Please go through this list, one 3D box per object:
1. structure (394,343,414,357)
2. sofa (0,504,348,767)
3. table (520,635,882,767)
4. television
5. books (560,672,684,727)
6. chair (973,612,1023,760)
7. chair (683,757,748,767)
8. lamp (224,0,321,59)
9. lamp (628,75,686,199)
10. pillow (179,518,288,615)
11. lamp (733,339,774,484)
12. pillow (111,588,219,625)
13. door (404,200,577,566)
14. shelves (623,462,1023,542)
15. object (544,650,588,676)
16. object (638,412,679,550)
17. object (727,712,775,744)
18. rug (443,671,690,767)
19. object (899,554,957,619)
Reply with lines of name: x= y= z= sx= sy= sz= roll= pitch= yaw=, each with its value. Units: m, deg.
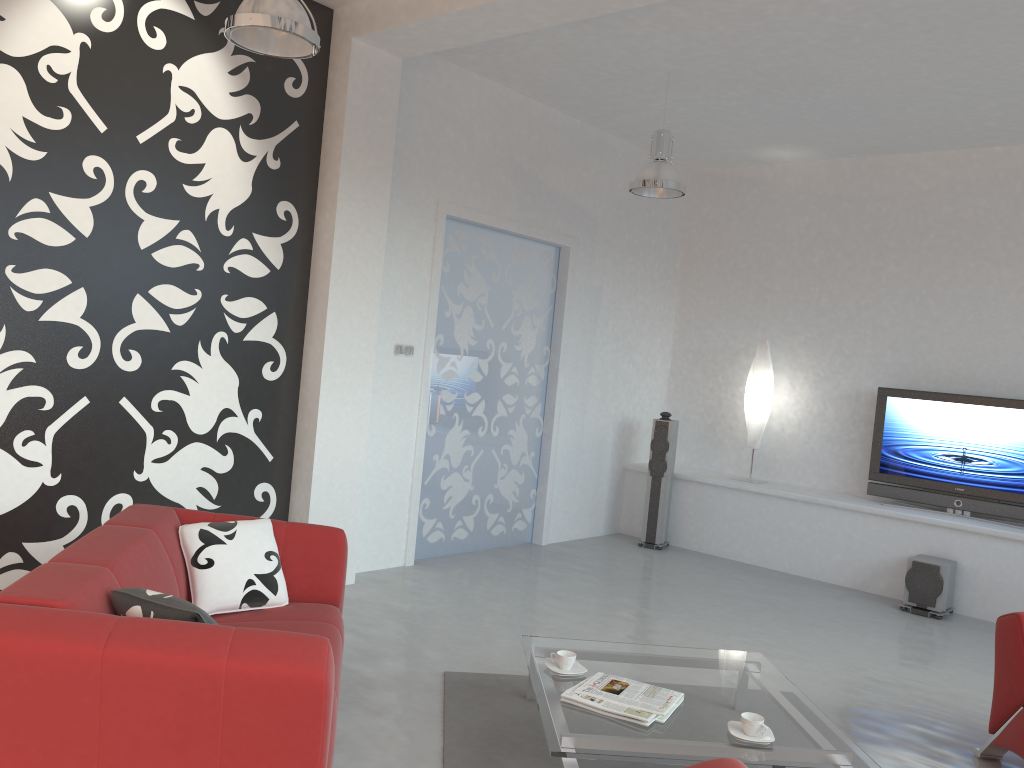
structure: x=-0.727 y=-0.230 z=6.008 sx=0.016 sy=0.080 sz=0.170 roll=7 pitch=2 yaw=41
sofa: x=-1.085 y=0.949 z=3.167 sx=0.951 sy=0.738 sz=1.929 roll=5 pitch=2 yaw=-9
table: x=0.611 y=1.325 z=3.403 sx=1.097 sy=0.286 sz=1.162 roll=5 pitch=2 yaw=-4
television: x=3.429 y=0.542 z=6.718 sx=1.356 sy=0.919 sz=0.343 roll=7 pitch=2 yaw=41
books: x=0.421 y=1.150 z=3.255 sx=0.367 sy=0.035 sz=0.345 roll=6 pitch=2 yaw=31
chair: x=2.443 y=1.287 z=3.167 sx=0.951 sy=0.738 sz=1.288 roll=5 pitch=2 yaw=1
chair: x=0.879 y=1.181 z=1.537 sx=1.288 sy=0.738 sz=0.951 roll=5 pitch=2 yaw=1
lamp: x=-0.947 y=-1.800 z=3.635 sx=0.379 sy=0.800 sz=0.379 roll=6 pitch=2 yaw=33
lamp: x=1.006 y=-1.674 z=5.908 sx=0.379 sy=0.800 sz=0.379 roll=7 pitch=2 yaw=37
pillow: x=-1.150 y=0.751 z=3.670 sx=0.402 sy=0.343 sz=0.288 roll=4 pitch=2 yaw=-42
lamp: x=2.140 y=0.230 z=7.734 sx=0.263 sy=1.239 sz=0.263 roll=6 pitch=2 yaw=33
pillow: x=-0.998 y=0.792 z=2.685 sx=0.402 sy=0.343 sz=0.288 roll=6 pitch=2 yaw=33
door: x=-0.189 y=0.026 z=6.831 sx=0.240 sy=2.550 sz=1.600 roll=7 pitch=2 yaw=41
shelves: x=3.311 y=1.020 z=6.639 sx=5.500 sy=0.050 sz=0.650 roll=7 pitch=2 yaw=41
object: x=0.215 y=1.106 z=3.524 sx=0.153 sy=0.069 sz=0.153 roll=5 pitch=2 yaw=-23
object: x=1.294 y=0.830 z=7.739 sx=0.255 sy=1.184 sz=0.273 roll=6 pitch=2 yaw=26
object: x=0.822 y=1.177 z=3.047 sx=0.153 sy=0.069 sz=0.153 roll=6 pitch=2 yaw=7
rug: x=0.585 y=1.469 z=3.407 sx=1.700 sy=0.025 sz=1.700 roll=5 pitch=2 yaw=-4
object: x=2.966 y=1.436 z=6.305 sx=0.336 sy=0.374 sz=0.337 roll=7 pitch=2 yaw=41
